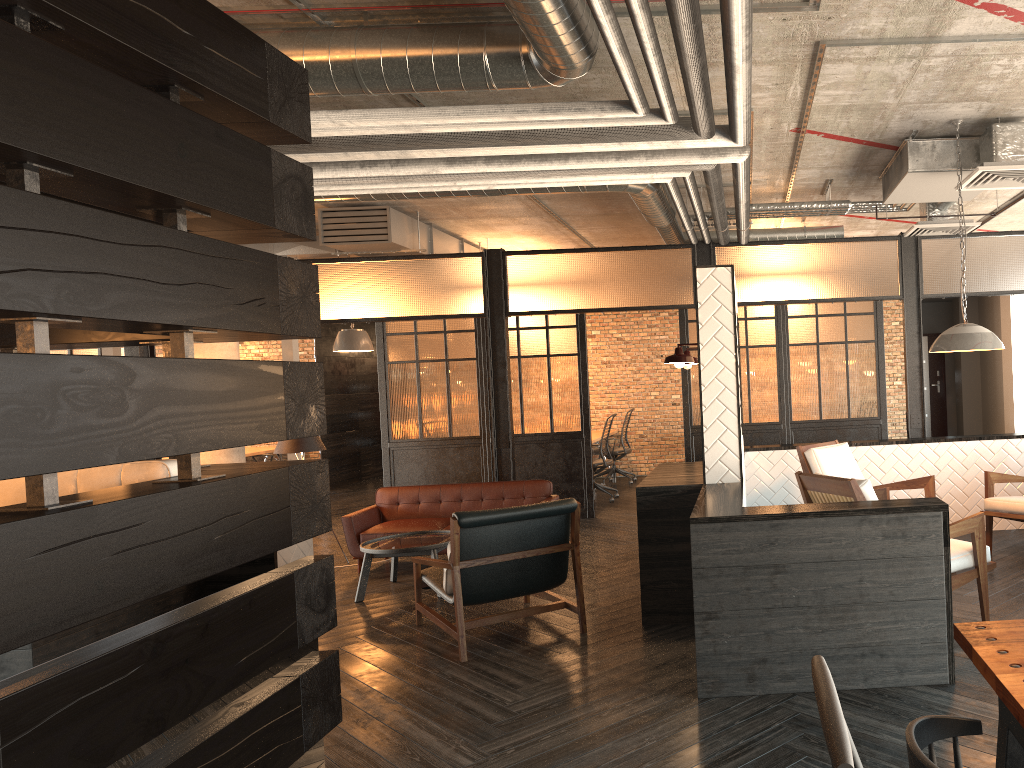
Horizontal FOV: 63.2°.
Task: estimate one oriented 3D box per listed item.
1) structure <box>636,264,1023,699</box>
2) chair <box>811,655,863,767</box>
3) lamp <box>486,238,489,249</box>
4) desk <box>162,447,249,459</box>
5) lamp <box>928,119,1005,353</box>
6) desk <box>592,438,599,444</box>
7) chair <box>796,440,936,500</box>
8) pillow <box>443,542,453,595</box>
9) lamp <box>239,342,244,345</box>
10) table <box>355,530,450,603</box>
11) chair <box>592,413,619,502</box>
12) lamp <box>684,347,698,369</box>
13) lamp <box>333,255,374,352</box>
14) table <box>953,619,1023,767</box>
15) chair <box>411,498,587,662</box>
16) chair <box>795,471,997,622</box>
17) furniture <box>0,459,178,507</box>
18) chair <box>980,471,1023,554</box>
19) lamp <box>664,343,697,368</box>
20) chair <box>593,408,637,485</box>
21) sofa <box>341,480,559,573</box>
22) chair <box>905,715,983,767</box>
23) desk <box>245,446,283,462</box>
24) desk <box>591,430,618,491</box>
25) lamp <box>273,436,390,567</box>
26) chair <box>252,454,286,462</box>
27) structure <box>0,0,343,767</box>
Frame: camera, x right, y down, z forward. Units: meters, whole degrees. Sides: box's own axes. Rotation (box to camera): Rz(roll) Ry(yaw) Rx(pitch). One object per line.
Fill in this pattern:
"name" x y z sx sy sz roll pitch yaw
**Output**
"structure" 2.896 0.283 5.639 3.939 2.116 3.772 -3 0 7
"chair" 0.670 0.914 1.106 0.487 1.033 0.466 -3 1 7
"lamp" 0.213 -1.199 10.857 0.289 0.858 3.520 -3 0 16
"desk" -4.544 1.336 11.669 0.783 0.720 1.693 -3 0 13
"lamp" 3.030 -0.996 5.600 0.481 1.545 0.538 -3 1 15
"desk" 0.533 1.101 10.219 0.783 0.720 1.693 -3 0 13
"chair" 2.676 0.899 6.248 0.835 0.907 0.796 -3 1 -43
"pillow" -0.045 1.022 4.861 0.778 0.334 0.219 -3 1 -31
"lamp" -4.517 -0.984 10.701 0.289 0.858 3.520 -3 0 16
"table" -0.710 1.319 6.088 0.724 0.372 0.704 -3 0 2
"chair" 0.953 0.909 10.231 0.694 1.063 0.706 -3 1 7
"lamp" 1.263 -0.191 5.933 0.260 0.171 0.168 -3 1 -27
"lamp" -1.927 -1.143 9.908 0.510 1.503 0.379 -4 1 -31
"table" 1.216 1.008 0.327 1.157 0.792 3.865 -3 0 14
"chair" -0.106 1.078 5.027 0.859 0.795 0.880 -3 1 -27
"chair" 2.149 0.919 4.710 1.065 0.907 0.628 -3 1 -25
"furniture" -2.102 0.931 2.731 1.884 1.261 0.590 -3 1 0
"chair" 4.150 0.833 6.385 1.085 0.907 0.613 -3 1 -34
"lamp" 1.061 -0.184 5.219 0.260 0.171 0.168 -3 1 -27
"chair" 1.420 0.892 11.882 0.694 1.063 0.706 -3 1 7
"sofa" -0.468 1.180 7.016 1.622 0.637 0.673 -3 1 1
"chair" 1.004 1.048 1.620 0.443 0.737 0.381 -3 1 6
"desk" -3.736 1.299 11.696 0.783 0.720 1.693 -3 0 13
"desk" 0.995 1.084 11.851 0.783 0.720 1.693 -3 0 13
"lamp" -1.567 0.959 7.129 0.968 1.179 0.469 -3 1 -34
"chair" -3.310 1.107 11.726 0.694 1.063 0.706 -3 1 7
"structure" -4.576 0.292 0.509 6.075 2.743 5.579 -3 0 6
